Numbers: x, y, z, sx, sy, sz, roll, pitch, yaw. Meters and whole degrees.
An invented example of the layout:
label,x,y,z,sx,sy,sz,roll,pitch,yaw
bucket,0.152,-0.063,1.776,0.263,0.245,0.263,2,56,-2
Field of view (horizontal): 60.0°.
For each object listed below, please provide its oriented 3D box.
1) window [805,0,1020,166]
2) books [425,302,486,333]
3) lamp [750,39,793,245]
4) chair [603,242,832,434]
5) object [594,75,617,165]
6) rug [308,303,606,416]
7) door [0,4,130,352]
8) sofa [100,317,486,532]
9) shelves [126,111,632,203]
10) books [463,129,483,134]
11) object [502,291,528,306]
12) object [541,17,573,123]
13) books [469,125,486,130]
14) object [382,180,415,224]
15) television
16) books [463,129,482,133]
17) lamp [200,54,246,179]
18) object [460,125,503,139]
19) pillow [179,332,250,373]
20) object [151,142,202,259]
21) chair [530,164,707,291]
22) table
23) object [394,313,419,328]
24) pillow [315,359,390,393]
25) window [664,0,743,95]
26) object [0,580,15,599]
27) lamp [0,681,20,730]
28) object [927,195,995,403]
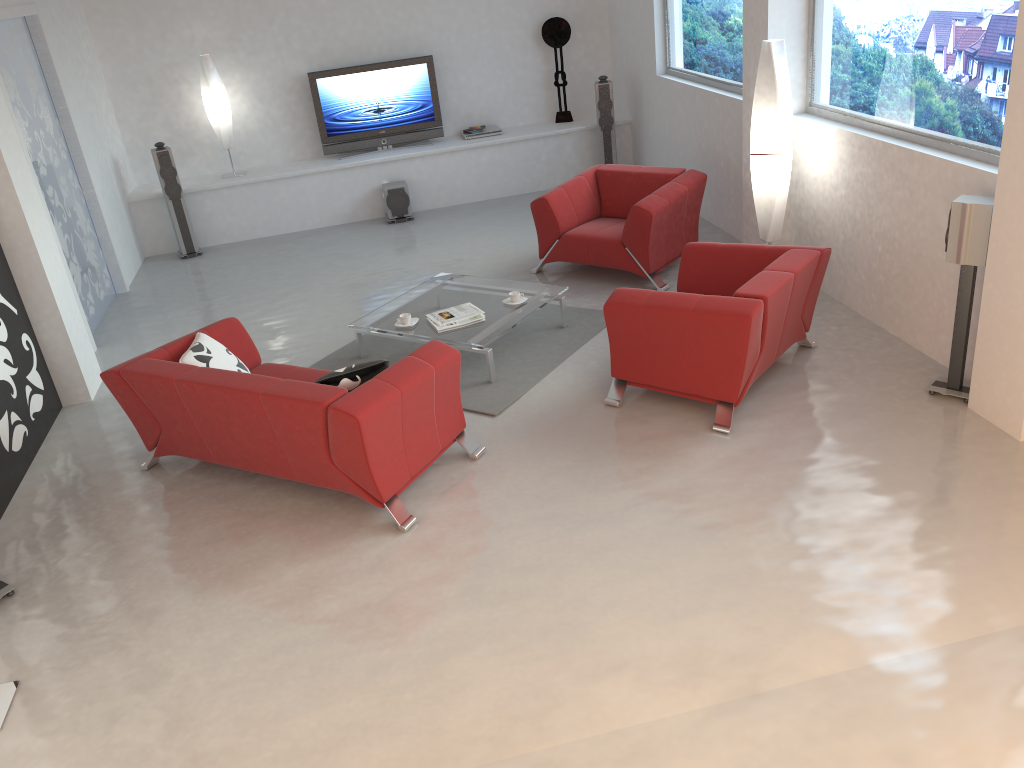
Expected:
label,x,y,z,sx,sy,sz,roll,pitch,yaw
window,2.343,-2.305,5.039,0.100,1.800,2.400,-11,26,-8
books,-0.386,-0.462,6.077,0.367,0.035,0.345,-16,27,-17
lamp,1.828,-1.481,6.254,0.313,1.779,0.313,-15,27,-15
chair,1.244,-0.384,5.367,0.951,0.738,1.288,14,33,36
object,1.042,-2.790,9.785,0.255,1.184,0.273,-5,26,5
rug,-0.348,-0.297,6.428,1.700,0.025,1.700,11,31,32
door,-3.777,-1.697,7.258,0.240,2.550,1.600,-11,26,-8
sofa,-1.233,0.131,4.962,1.929,0.738,0.951,8,30,28
shelves,-1.391,-2.562,9.872,5.500,0.050,0.650,-11,26,-8
books,-0.440,-2.867,10.055,0.135,0.015,0.190,17,35,40
object,0.019,-0.605,6.224,0.153,0.069,0.153,18,36,41
object,0.540,-3.536,10.008,0.331,1.130,0.108,0,27,14
books,-0.394,-2.902,10.047,0.190,0.015,0.135,-7,26,1
object,-1.250,-1.981,9.655,0.336,0.374,0.337,-11,26,-8
television,-1.475,-3.040,9.762,1.356,0.919,0.343,-11,26,-8
books,-0.443,-2.881,10.051,0.190,0.015,0.135,-21,29,-26
lamp,-3.090,-2.829,9.385,0.263,1.239,0.263,-15,27,-15
object,-0.351,-2.870,10.105,0.430,0.045,0.352,-11,26,-8
pillow,-1.706,-0.087,5.122,0.288,0.343,0.402,-8,26,-1
object,-3.473,-1.898,9.138,0.255,1.184,0.273,-18,28,-21
chair,0.892,-1.338,7.388,1.288,0.738,0.951,14,33,36
table,-0.358,-0.431,6.372,1.162,0.286,1.097,11,31,32
object,-0.726,-0.440,6.083,0.153,0.069,0.153,1,27,16
pillow,-0.832,0.032,4.655,0.402,0.343,0.288,-15,27,-15
window,1.756,-3.457,7.522,0.100,1.800,2.400,-11,26,-8
object,-2.597,0.558,4.022,0.214,1.112,0.229,11,31,32
lamp,-2.281,0.546,3.208,0.313,1.779,0.313,-8,26,-1
object,2.427,-0.441,4.753,0.229,1.112,0.214,17,35,40
